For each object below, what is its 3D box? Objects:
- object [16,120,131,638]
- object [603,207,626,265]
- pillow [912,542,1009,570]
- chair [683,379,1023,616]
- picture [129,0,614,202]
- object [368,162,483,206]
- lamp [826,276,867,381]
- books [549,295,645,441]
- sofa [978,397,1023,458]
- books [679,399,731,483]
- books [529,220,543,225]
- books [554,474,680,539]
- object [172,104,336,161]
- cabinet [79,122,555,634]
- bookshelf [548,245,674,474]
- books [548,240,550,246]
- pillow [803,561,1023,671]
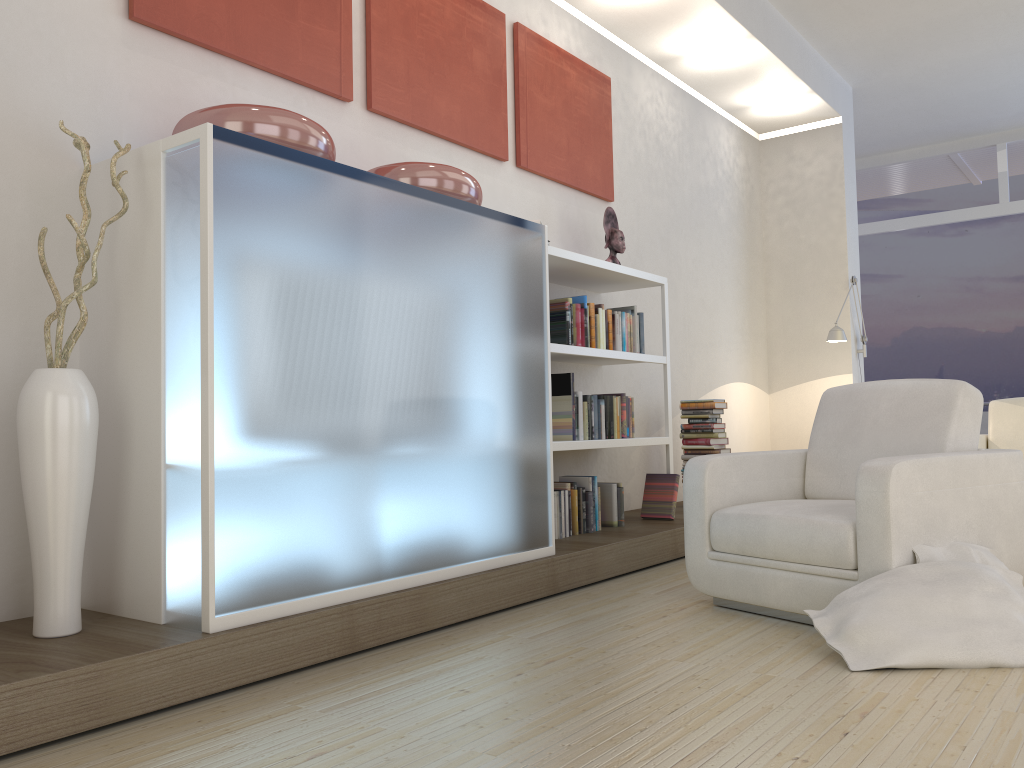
[{"bbox_3d":[-1.215,-0.027,2.473,0.250,1.422,0.277,-4,-4,40],"label":"object"},{"bbox_3d":[0.582,-0.824,5.125,0.133,0.409,0.138,-1,-3,-7],"label":"object"},{"bbox_3d":[1.491,0.659,2.801,0.615,0.315,0.312,0,-3,-27],"label":"pillow"},{"bbox_3d":[1.305,0.392,3.395,0.941,0.828,0.919,1,-3,-34],"label":"chair"},{"bbox_3d":[-0.335,-1.588,4.311,0.030,0.794,3.227,-3,-4,36],"label":"picture"},{"bbox_3d":[-0.388,-0.774,3.645,0.534,0.206,0.546,0,-3,-17],"label":"object"},{"bbox_3d":[2.662,0.033,7.076,0.204,1.841,0.891,-3,-3,32],"label":"lamp"},{"bbox_3d":[0.441,-0.076,4.753,0.215,0.743,0.831,-3,-4,36],"label":"books"},{"bbox_3d":[4.263,0.480,6.029,2.166,0.862,0.941,-3,-4,36],"label":"sofa"},{"bbox_3d":[1.277,0.451,5.805,0.329,0.694,0.270,-3,-4,36],"label":"books"},{"bbox_3d":[-0.007,-0.754,4.349,0.319,0.038,0.247,-2,-3,7],"label":"books"},{"bbox_3d":[0.488,0.623,4.730,0.274,0.281,1.125,-4,-4,43],"label":"books"},{"bbox_3d":[-0.868,-0.796,3.002,0.534,0.206,0.546,-3,-3,24],"label":"object"},{"bbox_3d":[-0.606,0.013,3.286,0.689,1.396,1.670,-3,-4,36],"label":"cabinet"},{"bbox_3d":[0.265,0.064,4.651,0.465,1.396,1.599,-3,-4,36],"label":"bookshelf"},{"bbox_3d":[0.012,-0.695,4.339,0.287,0.025,0.247,-2,-3,21],"label":"books"},{"bbox_3d":[1.261,0.688,2.621,0.712,0.287,0.299,-1,-3,-1],"label":"pillow"}]
